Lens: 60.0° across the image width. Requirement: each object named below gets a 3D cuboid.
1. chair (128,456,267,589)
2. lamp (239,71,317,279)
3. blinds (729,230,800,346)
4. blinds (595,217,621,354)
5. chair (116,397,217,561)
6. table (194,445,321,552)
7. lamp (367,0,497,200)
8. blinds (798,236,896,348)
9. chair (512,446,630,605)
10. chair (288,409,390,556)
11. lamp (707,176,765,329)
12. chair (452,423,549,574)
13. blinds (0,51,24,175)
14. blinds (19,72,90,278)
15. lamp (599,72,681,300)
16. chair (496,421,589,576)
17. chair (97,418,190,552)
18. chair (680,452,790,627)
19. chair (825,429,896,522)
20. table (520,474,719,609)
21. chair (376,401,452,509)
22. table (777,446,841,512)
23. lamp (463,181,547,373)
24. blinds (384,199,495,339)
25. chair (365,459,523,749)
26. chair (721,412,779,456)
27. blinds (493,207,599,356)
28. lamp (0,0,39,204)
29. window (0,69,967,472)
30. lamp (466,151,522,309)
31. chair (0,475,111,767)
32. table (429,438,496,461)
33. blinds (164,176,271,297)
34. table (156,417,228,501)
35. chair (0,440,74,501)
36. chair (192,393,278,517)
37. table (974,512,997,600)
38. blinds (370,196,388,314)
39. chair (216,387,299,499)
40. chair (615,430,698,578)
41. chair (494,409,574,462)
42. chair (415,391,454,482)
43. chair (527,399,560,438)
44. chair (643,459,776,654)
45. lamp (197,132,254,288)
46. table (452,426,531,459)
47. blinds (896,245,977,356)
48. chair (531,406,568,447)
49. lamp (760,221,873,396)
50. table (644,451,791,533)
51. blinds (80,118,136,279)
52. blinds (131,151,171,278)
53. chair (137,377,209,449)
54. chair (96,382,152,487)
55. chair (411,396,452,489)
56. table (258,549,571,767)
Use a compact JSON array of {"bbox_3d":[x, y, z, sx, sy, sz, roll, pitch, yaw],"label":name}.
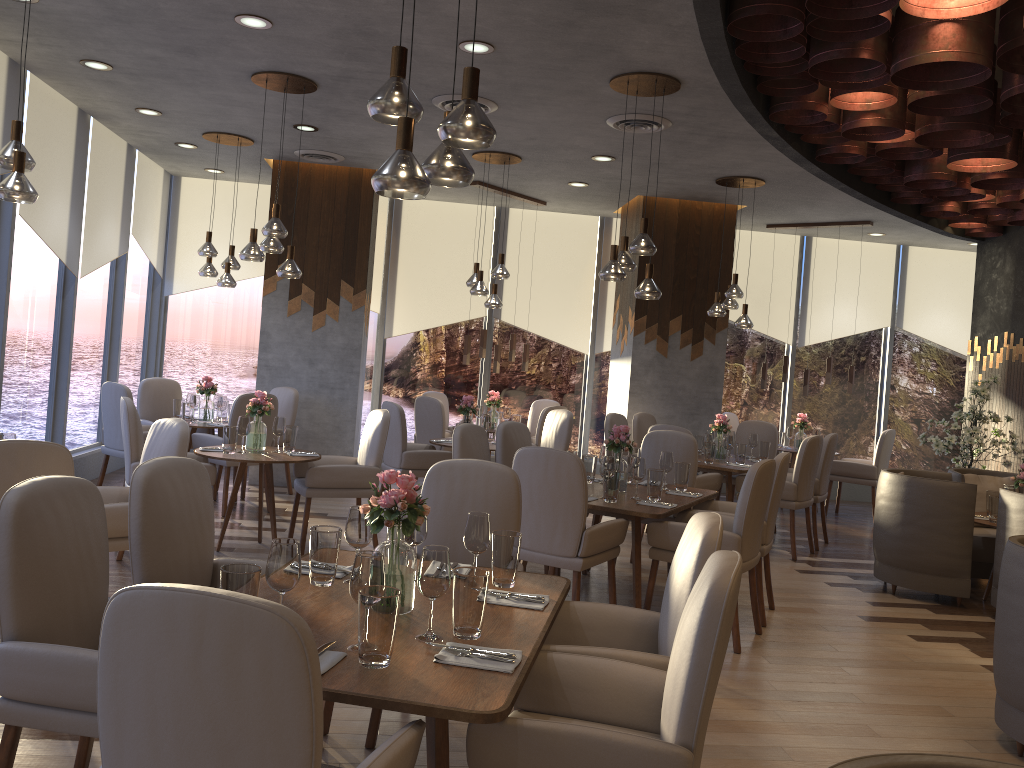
[{"bbox_3d":[-0.974,0.774,3.009,0.600,1.000,0.528,4,0,13],"label":"chair"},{"bbox_3d":[-1.602,-1.399,6.047,0.439,1.326,0.439,4,0,-4],"label":"lamp"},{"bbox_3d":[2.945,-1.846,10.784,1.173,2.681,0.007,4,0,-6],"label":"blinds"},{"bbox_3d":[1.671,-1.645,10.646,1.173,2.681,0.007,4,0,-6],"label":"blinds"},{"bbox_3d":[-2.268,0.596,5.788,0.599,1.000,0.529,4,0,-26],"label":"chair"},{"bbox_3d":[-1.746,0.797,6.023,0.835,0.662,0.833,5,1,43],"label":"table"},{"bbox_3d":[-0.209,-1.195,2.630,0.440,1.326,0.439,4,0,33],"label":"lamp"},{"bbox_3d":[4.181,-1.732,10.919,1.173,2.681,0.007,4,0,-6],"label":"blinds"},{"bbox_3d":[0.278,0.822,4.719,0.529,1.000,0.599,4,0,30],"label":"chair"},{"bbox_3d":[-1.210,0.664,6.259,0.599,1.000,0.529,4,0,-25],"label":"chair"},{"bbox_3d":[2.024,-1.178,8.051,0.439,1.326,0.440,4,0,-21],"label":"lamp"},{"bbox_3d":[-0.077,0.772,5.522,0.600,1.000,0.528,5,0,25],"label":"chair"},{"bbox_3d":[-3.371,-2.466,5.709,0.007,2.681,1.173,4,0,-6],"label":"blinds"},{"bbox_3d":[-3.528,-2.216,6.948,0.007,2.681,1.173,4,0,-6],"label":"blinds"},{"bbox_3d":[0.775,-1.201,5.497,0.439,1.326,0.439,4,0,-1],"label":"lamp"},{"bbox_3d":[0.186,0.777,6.023,0.600,1.000,0.527,5,0,30],"label":"chair"},{"bbox_3d":[-1.942,0.663,4.314,0.599,1.000,0.529,4,0,-43],"label":"chair"},{"bbox_3d":[1.350,0.884,5.415,0.600,1.000,0.528,4,0,23],"label":"chair"},{"bbox_3d":[3.737,0.951,9.491,0.600,1.000,0.527,5,0,37],"label":"chair"},{"bbox_3d":[0.628,0.993,5.474,0.965,0.666,1.306,5,1,27],"label":"table"},{"bbox_3d":[-0.819,0.657,7.532,0.599,1.000,0.529,4,0,-30],"label":"chair"},{"bbox_3d":[3.211,1.066,9.924,0.833,0.662,0.834,4,1,-15],"label":"table"},{"bbox_3d":[-0.095,-1.078,9.435,0.118,1.931,1.160,4,0,39],"label":"lamp"},{"bbox_3d":[-0.802,-1.816,10.376,1.173,2.681,0.007,4,0,-6],"label":"blinds"},{"bbox_3d":[-0.229,0.819,3.436,0.528,1.000,0.599,4,0,8],"label":"chair"},{"bbox_3d":[2.724,0.851,10.278,0.600,1.000,0.527,5,0,36],"label":"chair"},{"bbox_3d":[0.433,-1.718,10.511,1.173,2.681,0.007,4,0,-6],"label":"blinds"},{"bbox_3d":[-2.267,-1.390,3.932,0.439,1.326,0.439,4,0,-13],"label":"lamp"},{"bbox_3d":[-0.929,-0.704,7.585,8.071,3.199,16.104,5,2,39],"label":"window"},{"bbox_3d":[-0.184,-1.341,7.828,0.439,1.326,0.439,4,0,1],"label":"lamp"},{"bbox_3d":[-1.081,0.782,2.454,0.600,1.000,0.528,4,0,8],"label":"chair"},{"bbox_3d":[-0.335,0.855,7.795,0.833,0.662,0.835,4,1,-32],"label":"table"},{"bbox_3d":[-3.258,-2.281,10.107,1.173,2.681,0.007,4,0,-6],"label":"blinds"},{"bbox_3d":[-2.739,0.668,7.871,0.833,0.662,0.834,4,1,-20],"label":"table"},{"bbox_3d":[-2.025,0.681,3.451,0.527,1.000,0.600,4,0,-40],"label":"chair"},{"bbox_3d":[-2.303,0.547,7.395,0.600,1.000,0.527,5,0,41],"label":"chair"},{"bbox_3d":[3.548,1.249,6.165,0.833,0.562,0.834,4,1,-14],"label":"table"},{"bbox_3d":[-2.019,-2.190,10.242,1.173,2.681,0.007,4,0,-6],"label":"blinds"},{"bbox_3d":[-2.356,0.519,8.260,0.529,1.000,0.599,5,0,38],"label":"chair"},{"bbox_3d":[1.014,0.835,6.215,0.529,1.000,0.599,4,0,24],"label":"chair"},{"bbox_3d":[0.201,0.720,8.082,0.599,1.000,0.529,4,0,-29],"label":"chair"},{"bbox_3d":[-0.706,0.602,9.782,0.600,1.000,0.527,5,0,37],"label":"chair"},{"bbox_3d":[0.194,0.668,9.886,0.529,1.000,0.599,5,0,41],"label":"chair"},{"bbox_3d":[1.104,0.880,4.901,0.600,1.000,0.527,5,0,30],"label":"chair"},{"bbox_3d":[-2.579,-1.527,7.899,0.439,1.326,0.440,4,0,-39],"label":"lamp"},{"bbox_3d":[-0.242,0.815,9.435,0.834,0.662,0.833,5,1,14],"label":"table"},{"bbox_3d":[5.418,-1.641,11.054,1.173,2.681,0.007,4,0,-6],"label":"blinds"},{"bbox_3d":[0.212,0.694,9.018,0.600,1.000,0.527,5,0,40],"label":"chair"},{"bbox_3d":[3.345,-0.827,9.893,1.162,1.931,0.118,5,0,39],"label":"lamp"},{"bbox_3d":[1.838,1.013,8.025,0.966,0.666,1.306,5,1,35],"label":"table"},{"bbox_3d":[-3.663,-2.261,8.189,0.007,2.681,1.173,4,0,-6],"label":"blinds"},{"bbox_3d":[-3.784,-2.498,9.431,0.007,2.681,1.173,4,0,-6],"label":"blinds"},{"bbox_3d":[-3.160,0.459,8.177,0.600,1.000,0.527,5,0,41],"label":"chair"},{"bbox_3d":[-3.082,0.489,7.356,0.529,1.000,0.599,5,0,37],"label":"chair"},{"bbox_3d":[-0.683,0.628,8.941,0.529,1.000,0.599,5,0,43],"label":"chair"},{"bbox_3d":[-0.397,0.996,2.619,0.965,0.666,1.307,5,1,10],"label":"table"}]
